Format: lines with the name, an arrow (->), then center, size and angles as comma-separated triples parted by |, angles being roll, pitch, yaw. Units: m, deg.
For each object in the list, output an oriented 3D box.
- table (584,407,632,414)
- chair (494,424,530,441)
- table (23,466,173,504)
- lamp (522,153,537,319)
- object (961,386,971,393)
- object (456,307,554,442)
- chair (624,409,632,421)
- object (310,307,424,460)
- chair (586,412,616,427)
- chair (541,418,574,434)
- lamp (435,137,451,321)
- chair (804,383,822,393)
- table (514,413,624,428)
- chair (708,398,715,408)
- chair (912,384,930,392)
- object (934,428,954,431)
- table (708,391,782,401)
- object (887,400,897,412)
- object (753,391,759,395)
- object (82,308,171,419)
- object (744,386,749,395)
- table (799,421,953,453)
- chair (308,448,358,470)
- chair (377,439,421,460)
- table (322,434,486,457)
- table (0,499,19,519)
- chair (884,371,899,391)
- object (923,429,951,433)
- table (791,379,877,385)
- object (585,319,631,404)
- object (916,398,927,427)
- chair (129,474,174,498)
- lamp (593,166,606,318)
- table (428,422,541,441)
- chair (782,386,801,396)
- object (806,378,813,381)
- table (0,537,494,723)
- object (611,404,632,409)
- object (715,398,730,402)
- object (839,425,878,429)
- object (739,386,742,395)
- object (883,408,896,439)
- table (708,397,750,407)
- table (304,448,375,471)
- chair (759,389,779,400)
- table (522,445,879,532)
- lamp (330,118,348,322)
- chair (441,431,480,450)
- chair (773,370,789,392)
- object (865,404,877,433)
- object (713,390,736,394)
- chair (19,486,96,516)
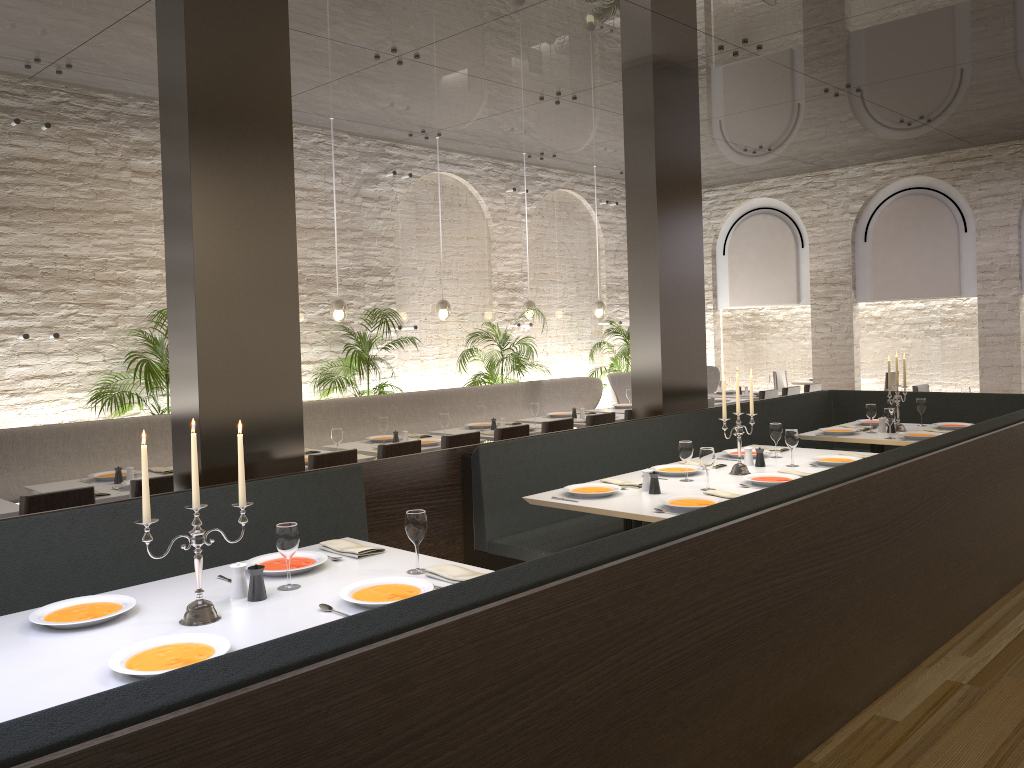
table -> 1.496, 0.655, 9.954 | 0.936, 0.759, 1.012 | 0, 3, 44
chair -> -0.153, 0.787, 7.313 | 0.565, 0.905, 0.412 | 0, 2, 44
table -> -2.481, 1.022, 5.808 | 0.936, 0.759, 1.012 | 0, 3, 44
lamp -> 0.186, -1.815, 10.897 | 0.177, 2.039, 0.178 | -1, 1, 23
object -> 4.434, 0.140, 8.650 | 0.086, 0.230, 0.086 | -2, 1, -16
object -> -0.091, 0.078, 10.507 | 1.145, 1.973, 1.189 | -2, 2, -5
chair -> 1.040, 0.677, 8.556 | 0.565, 0.905, 0.412 | 0, 2, 44
object -> -1.481, 0.207, 9.055 | 1.188, 1.973, 1.146 | -2, 2, -15
chair -> 0.647, 0.714, 8.146 | 0.565, 0.905, 0.412 | 0, 2, 44
chair -> 0.237, 0.752, 7.719 | 0.565, 0.905, 0.412 | 0, 2, 44
lamp -> -0.794, -1.725, 9.876 | 0.177, 2.039, 0.178 | -1, 1, 29
chair -> 3.596, 0.442, 11.221 | 0.565, 0.905, 0.412 | 0, 2, 44
table -> 0.722, 0.726, 9.147 | 0.936, 0.759, 1.012 | 0, 3, 44
chair -> 1.834, 0.604, 9.384 | 0.565, 0.905, 0.412 | 0, 2, 44
chair -> 4.890, 0.467, 10.043 | 0.565, 0.905, 0.412 | 0, 2, 44
object -> 3.476, 0.366, 7.098 | 0.038, 0.015, 0.181 | -5, 4, -45
table -> 3.048, 0.512, 11.572 | 0.936, 0.759, 1.012 | 0, 3, 44
object -> 3.200, 0.249, 7.446 | 0.086, 0.230, 0.086 | -2, 1, -10
object -> 3.224, 0.121, 11.381 | 0.322, 0.036, 0.322 | -2, 3, -9
object -> -2.942, 0.342, 7.532 | 1.188, 1.973, 1.146 | -2, 2, -15
object -> 3.048, 0.080, 11.520 | 0.059, 0.109, 0.059 | -2, 1, -11
table -> 3.108, 0.760, 7.200 | 1.100, 0.759, 1.189 | 1, 4, 44
chair -> -1.343, 0.897, 6.071 | 0.565, 0.905, 0.412 | 0, 2, 44
chair -> -0.952, 0.861, 6.479 | 0.565, 0.905, 0.412 | 0, 2, 44
table -> -0.892, 0.875, 7.465 | 0.936, 0.759, 1.012 | 0, 3, 44
table -> -3.346, 1.102, 4.906 | 0.936, 0.759, 1.012 | 0, 3, 44
chair -> 5.450, 0.266, 13.233 | 0.565, 0.905, 0.412 | 0, 2, 44
object -> 3.405, 0.375, 6.980 | 0.273, 0.033, 0.143 | 1, 4, 44
table -> 4.985, 0.328, 13.690 | 0.936, 0.759, 1.012 | 0, 3, 44
object -> 1.625, -0.078, 12.273 | 1.145, 1.973, 1.190 | -1, 2, 25
object -> 3.450, 0.239, 7.465 | 0.086, 0.230, 0.086 | -2, 1, 14
chair -> -2.146, 0.971, 5.234 | 0.565, 0.905, 0.412 | 0, 2, 44
lamp -> 1.146, -1.904, 11.898 | 0.177, 2.039, 0.178 | -1, 1, 23
table -> -0.088, 0.801, 8.303 | 0.936, 0.759, 1.012 | 0, 3, 44
chair -> 3.197, 0.479, 10.805 | 0.565, 0.905, 0.412 | 0, 2, 44
object -> 4.776, -0.072, 13.872 | 0.321, 0.036, 0.322 | -2, 3, -11
table -> -1.210, 1.159, 2.697 | 1.100, 0.759, 2.542 | 1, 4, 44
object -> 1.286, 0.256, 10.136 | 0.322, 0.036, 0.322 | -2, 3, -9
object -> 2.436, 0.194, 10.558 | 0.322, 0.036, 0.322 | -2, 3, -9
object -> 2.913, 0.363, 7.461 | 0.273, 0.033, 0.143 | 1, 4, 44
object -> 2.966, 0.082, 11.535 | 0.059, 0.109, 0.059 | -2, 1, -11
object -> 2.871, 0.300, 6.733 | 0.086, 0.230, 0.086 | -2, 1, -10
table -> 2.259, 0.585, 10.750 | 0.936, 0.759, 1.012 | 0, 3, 44
table -> -1.697, 0.949, 6.625 | 0.936, 0.759, 1.012 | 0, 3, 44
chair -> 2.809, 0.514, 10.400 | 0.565, 0.905, 0.412 | 0, 2, 44
table -> 1.340, 0.923, 5.356 | 1.100, 0.759, 2.542 | 1, 4, 44
lamp -> -1.764, -1.635, 8.864 | 0.178, 2.039, 0.178 | -2, 1, -25
chair -> -0.541, 0.823, 6.908 | 0.565, 0.905, 0.412 | 0, 2, 44
chair -> 4.504, 0.245, 14.141 | 0.565, 0.905, 0.412 | 0, 2, 44
object -> 2.886, 0.278, 7.118 | 0.086, 0.230, 0.086 | -2, 1, -10
object -> 2.838, 0.113, 11.755 | 0.322, 0.036, 0.322 | -2, 3, -9
chair -> -2.537, 1.007, 4.826 | 0.565, 0.905, 0.412 | 0, 2, 44
